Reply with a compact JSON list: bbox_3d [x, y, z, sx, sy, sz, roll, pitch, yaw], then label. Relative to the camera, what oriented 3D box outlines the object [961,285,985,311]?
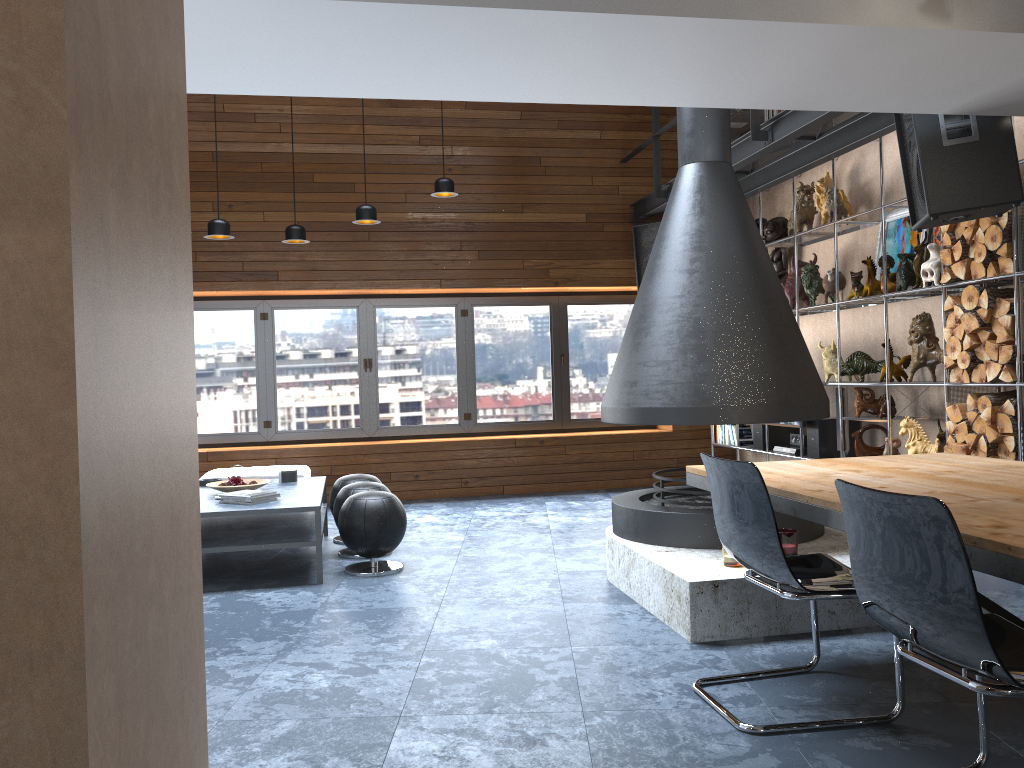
[{"bbox_3d":[2.665,-0.474,4.913,0.312,0.150,0.140,-2,0,-14],"label":"object"}]

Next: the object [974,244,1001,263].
[{"bbox_3d":[2.678,-0.705,4.809,0.312,0.110,0.103,-2,0,-7],"label":"object"}]

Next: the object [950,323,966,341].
[{"bbox_3d":[2.668,-0.300,5.028,0.329,0.107,0.128,-2,0,-10],"label":"object"}]

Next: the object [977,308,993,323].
[{"bbox_3d":[2.696,-0.378,4.835,0.303,0.090,0.098,-2,0,-12],"label":"object"}]

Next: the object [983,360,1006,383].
[{"bbox_3d":[2.754,-0.069,4.788,0.362,0.131,0.154,-2,0,-10],"label":"object"}]

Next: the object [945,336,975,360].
[{"bbox_3d":[2.645,-0.208,5.060,0.286,0.143,0.143,-2,0,-11],"label":"object"}]

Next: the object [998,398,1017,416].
[{"bbox_3d":[2.746,0.108,4.709,0.308,0.107,0.121,-2,0,-15],"label":"object"}]

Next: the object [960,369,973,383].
[{"bbox_3d":[2.696,-0.050,5.017,0.303,0.095,0.087,-2,0,-11],"label":"object"}]

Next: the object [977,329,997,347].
[{"bbox_3d":[2.723,-0.255,4.867,0.330,0.098,0.107,-2,0,-15],"label":"object"}]

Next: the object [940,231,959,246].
[{"bbox_3d":[2.645,-0.825,5.105,0.331,0.110,0.107,-2,0,-9],"label":"object"}]

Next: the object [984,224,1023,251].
[{"bbox_3d":[2.689,-0.779,4.728,0.286,0.143,0.143,-2,0,-10],"label":"object"}]

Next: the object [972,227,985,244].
[{"bbox_3d":[2.692,-0.813,4.854,0.331,0.110,0.101,-2,0,-13],"label":"object"}]

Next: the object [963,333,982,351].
[{"bbox_3d":[2.693,-0.242,4.943,0.331,0.110,0.101,-2,0,-9],"label":"object"}]

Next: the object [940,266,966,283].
[{"bbox_3d":[2.649,-0.636,5.112,0.330,0.105,0.107,-2,0,-8],"label":"object"}]

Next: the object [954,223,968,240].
[{"bbox_3d":[2.671,-0.882,5.029,0.290,0.153,0.112,-2,0,-8],"label":"object"}]

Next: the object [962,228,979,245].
[{"bbox_3d":[2.692,-0.827,4.936,0.330,0.098,0.107,-2,0,-7],"label":"object"}]

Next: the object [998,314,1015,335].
[{"bbox_3d":[2.732,-0.320,4.692,0.308,0.120,0.097,-2,0,-15],"label":"object"}]

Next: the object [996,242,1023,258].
[{"bbox_3d":[2.720,-0.699,4.674,0.303,0.088,0.095,-2,0,-9],"label":"object"}]

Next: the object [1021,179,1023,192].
[{"bbox_3d":[2.710,-1.031,4.696,0.308,0.107,0.121,-2,0,-7],"label":"object"}]

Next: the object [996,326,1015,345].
[{"bbox_3d":[2.741,-0.253,4.693,0.331,0.110,0.107,-2,0,-13],"label":"object"}]

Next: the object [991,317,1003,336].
[{"bbox_3d":[2.737,-0.310,4.773,0.290,0.153,0.112,-2,0,-14],"label":"object"}]

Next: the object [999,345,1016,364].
[{"bbox_3d":[2.744,-0.159,4.678,0.321,0.109,0.110,-2,0,-10],"label":"object"}]

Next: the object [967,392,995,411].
[{"bbox_3d":[2.720,0.106,4.991,0.289,0.121,0.107,-2,0,-10],"label":"object"}]

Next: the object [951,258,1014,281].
[{"bbox_3d":[2.692,-0.640,5.020,0.362,0.131,0.154,-2,0,-11],"label":"object"}]

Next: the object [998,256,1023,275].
[{"bbox_3d":[2.743,-0.632,4.699,0.287,0.112,0.126,-2,0,-10],"label":"object"}]

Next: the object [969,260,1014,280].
[{"bbox_3d":[2.700,-0.635,4.893,0.299,0.114,0.135,-2,0,-9],"label":"object"}]

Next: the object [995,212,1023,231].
[{"bbox_3d":[2.718,-0.842,4.681,0.309,0.121,0.111,-2,0,-10],"label":"object"}]

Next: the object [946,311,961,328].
[{"bbox_3d":[2.669,-0.371,5.103,0.299,0.114,0.135,-2,0,-13],"label":"object"}]

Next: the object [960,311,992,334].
[{"bbox_3d":[2.671,-0.342,4.908,0.321,0.128,0.164,-2,0,-11],"label":"object"}]

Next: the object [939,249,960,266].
[{"bbox_3d":[2.643,-0.731,5.119,0.321,0.109,0.110,-2,0,-11],"label":"object"}]

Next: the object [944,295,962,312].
[{"bbox_3d":[2.653,-0.460,5.097,0.308,0.107,0.121,-2,0,-15],"label":"object"}]

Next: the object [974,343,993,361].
[{"bbox_3d":[2.720,-0.178,4.894,0.288,0.118,0.147,-2,0,-15],"label":"object"}]

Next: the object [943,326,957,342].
[{"bbox_3d":[2.654,-0.271,5.114,0.309,0.121,0.111,-2,0,-12],"label":"object"}]

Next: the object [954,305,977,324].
[{"bbox_3d":[2.682,-0.401,5.002,0.362,0.115,0.098,-2,0,-11],"label":"object"}]

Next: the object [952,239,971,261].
[{"bbox_3d":[2.663,-0.765,5.008,0.329,0.135,0.095,-2,0,-7],"label":"object"}]

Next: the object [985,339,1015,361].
[{"bbox_3d":[2.722,-0.193,4.789,0.329,0.135,0.095,-2,0,-14],"label":"object"}]

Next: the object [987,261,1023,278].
[{"bbox_3d":[2.721,-0.621,4.785,0.303,0.095,0.087,-2,0,-11],"label":"object"}]

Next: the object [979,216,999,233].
[{"bbox_3d":[2.699,-0.871,4.766,0.329,0.107,0.128,-2,0,-11],"label":"object"}]

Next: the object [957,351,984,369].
[{"bbox_3d":[2.664,-0.134,4.980,0.312,0.110,0.103,-2,0,-14],"label":"object"}]

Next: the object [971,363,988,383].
[{"bbox_3d":[2.715,-0.063,4.909,0.299,0.114,0.135,-2,0,-13],"label":"object"}]

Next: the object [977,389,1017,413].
[{"bbox_3d":[2.733,0.092,4.893,0.312,0.150,0.140,-2,0,-14],"label":"object"}]

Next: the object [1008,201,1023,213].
[{"bbox_3d":[2.728,-0.942,4.697,0.299,0.114,0.135,-2,0,-9],"label":"object"}]

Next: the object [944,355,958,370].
[{"bbox_3d":[2.654,-0.128,5.121,0.303,0.088,0.095,-2,0,-13],"label":"object"}]

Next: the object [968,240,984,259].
[{"bbox_3d":[2.698,-0.749,4.910,0.288,0.118,0.147,-2,0,-7],"label":"object"}]

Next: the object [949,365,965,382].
[{"bbox_3d":[2.684,-0.061,5.105,0.287,0.112,0.126,-2,0,-11],"label":"object"}]

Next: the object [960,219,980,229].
[{"bbox_3d":[2.658,-0.913,4.879,0.321,0.128,0.164,-2,0,-10],"label":"object"}]

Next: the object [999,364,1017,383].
[{"bbox_3d":[2.748,-0.064,4.687,0.330,0.105,0.107,-2,0,-13],"label":"object"}]
